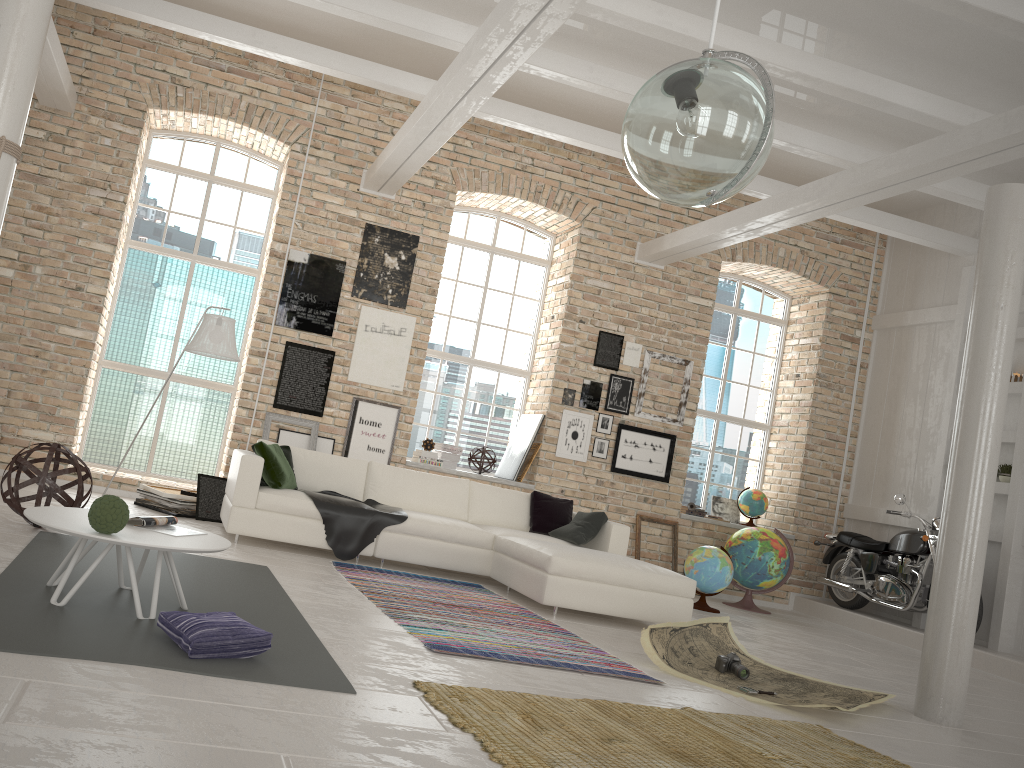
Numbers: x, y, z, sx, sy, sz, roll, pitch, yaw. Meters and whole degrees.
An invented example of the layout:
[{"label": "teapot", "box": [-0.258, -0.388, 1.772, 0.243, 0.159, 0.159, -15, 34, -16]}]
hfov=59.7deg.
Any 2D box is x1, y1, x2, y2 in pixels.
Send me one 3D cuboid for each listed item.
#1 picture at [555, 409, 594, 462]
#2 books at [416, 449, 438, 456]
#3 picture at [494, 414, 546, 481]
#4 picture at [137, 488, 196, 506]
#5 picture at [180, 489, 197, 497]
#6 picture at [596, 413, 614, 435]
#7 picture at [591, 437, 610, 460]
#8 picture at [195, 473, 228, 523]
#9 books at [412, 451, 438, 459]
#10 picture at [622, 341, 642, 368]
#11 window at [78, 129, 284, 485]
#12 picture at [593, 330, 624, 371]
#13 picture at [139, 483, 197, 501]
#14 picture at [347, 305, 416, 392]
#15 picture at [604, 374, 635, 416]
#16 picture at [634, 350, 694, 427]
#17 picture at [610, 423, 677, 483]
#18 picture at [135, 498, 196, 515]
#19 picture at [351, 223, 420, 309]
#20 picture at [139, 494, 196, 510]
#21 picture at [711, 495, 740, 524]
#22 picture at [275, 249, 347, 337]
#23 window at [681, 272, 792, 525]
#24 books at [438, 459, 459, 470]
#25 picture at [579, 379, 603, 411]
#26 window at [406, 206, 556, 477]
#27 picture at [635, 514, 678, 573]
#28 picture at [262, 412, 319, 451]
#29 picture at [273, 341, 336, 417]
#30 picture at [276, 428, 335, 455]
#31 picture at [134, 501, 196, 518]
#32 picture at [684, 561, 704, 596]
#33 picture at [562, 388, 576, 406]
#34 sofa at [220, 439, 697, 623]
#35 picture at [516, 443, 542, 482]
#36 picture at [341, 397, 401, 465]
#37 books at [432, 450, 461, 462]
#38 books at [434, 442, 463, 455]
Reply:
[{"label": "picture", "box": [0.677, 0.558, 9.583, 0.355, 0.513, 0.013, 12, -5, -13]}, {"label": "books", "box": [-0.899, 0.714, 9.360, 0.175, 0.030, 0.185, 14, -7, -28]}, {"label": "picture", "box": [0.084, 0.688, 9.762, 0.237, 0.762, 0.609, 12, -5, -19]}, {"label": "picture", "box": [-2.948, 1.052, 8.180, 0.625, 0.048, 0.736, 7, -7, 31]}, {"label": "picture", "box": [-2.832, 1.018, 8.208, 0.298, 0.048, 0.376, 10, -6, 10]}, {"label": "picture", "box": [1.008, 0.434, 9.674, 0.171, 0.212, 0.012, 12, -5, -13]}, {"label": "picture", "box": [0.960, 0.697, 9.652, 0.171, 0.212, 0.012, 12, -5, -13]}, {"label": "picture", "box": [-2.651, 1.025, 7.920, 0.309, 0.404, 0.205, 14, -6, -37]}, {"label": "books", "box": [-0.911, 0.747, 9.356, 0.192, 0.040, 0.205, 14, -7, -30]}, {"label": "picture", "box": [1.321, -0.323, 9.778, 0.188, 0.258, 0.012, 12, -5, -13]}, {"label": "window", "box": [-1.394, -1.003, 3.890, 1.379, 3.648, 11.856, 12, -6, -20]}, {"label": "picture", "box": [1.056, -0.361, 9.711, 0.287, 0.393, 0.019, 12, -5, -13]}, {"label": "picture", "box": [-2.930, 1.016, 8.156, 0.733, 0.048, 0.627, 16, -7, -39]}, {"label": "picture", "box": [-1.330, -0.361, 9.127, 0.572, 0.783, 0.038, 12, -5, -13]}, {"label": "picture", "box": [1.174, 0.114, 9.717, 0.283, 0.409, 0.010, 12, -5, -13]}, {"label": "picture", "box": [1.678, 0.050, 9.843, 0.586, 0.747, 0.026, 12, -5, -13]}, {"label": "picture", "box": [1.440, 0.759, 9.760, 0.693, 0.534, 0.032, 12, -5, -13]}, {"label": "picture", "box": [-2.975, 1.127, 8.186, 0.615, 0.048, 0.749, 9, -6, 19]}, {"label": "picture", "box": [-1.302, -1.212, 9.186, 0.571, 0.782, 0.038, 12, -5, -13]}, {"label": "picture", "box": [-2.928, 1.096, 8.178, 0.628, 0.048, 0.732, 6, -8, 43]}, {"label": "picture", "box": [2.568, 1.517, 10.709, 0.381, 0.292, 0.070, 12, -5, -13]}, {"label": "picture", "box": [-2.025, -0.917, 8.985, 0.573, 0.784, 0.038, 12, -5, -13]}, {"label": "window", "box": [4.591, -0.034, 5.316, 1.380, 2.983, 11.856, 12, -6, -20]}, {"label": "books", "box": [-0.736, 0.863, 9.700, 0.232, 0.088, 0.325, 12, -6, -13]}, {"label": "picture", "box": [0.855, 0.121, 9.646, 0.223, 0.306, 0.015, 12, -5, -13]}, {"label": "window", "box": [1.643, -0.678, 4.620, 1.380, 2.983, 11.856, 12, -6, -20]}, {"label": "picture", "box": [1.565, 1.832, 9.647, 0.491, 0.746, 0.229, 12, -5, -14]}, {"label": "picture", "box": [-2.189, 0.609, 8.744, 0.528, 0.581, 0.293, 12, -5, -15]}, {"label": "picture", "box": [-2.086, -0.046, 8.952, 0.496, 0.679, 0.066, 12, -5, -13]}, {"label": "picture", "box": [-2.075, 0.772, 8.837, 0.558, 0.567, 0.152, 12, -5, -13]}, {"label": "picture", "box": [-2.961, 1.163, 8.152, 0.626, 0.048, 0.736, 7, -7, 33]}, {"label": "picture", "box": [2.013, 2.144, 9.829, 0.260, 0.350, 0.098, 12, -5, -14]}, {"label": "picture", "box": [0.611, 0.141, 9.587, 0.131, 0.178, 0.008, 11, -5, -8]}, {"label": "sofa", "box": [-0.567, 1.144, 7.028, 3.179, 0.840, 2.245, 12, -6, -15]}, {"label": "picture", "box": [0.141, 0.844, 9.605, 0.167, 0.459, 0.376, 12, -5, -19]}, {"label": "picture", "box": [-1.441, 0.551, 9.067, 0.503, 0.755, 0.012, 12, -5, -13]}, {"label": "books", "box": [-0.721, 0.782, 9.708, 0.228, 0.088, 0.332, 13, -6, -23]}, {"label": "books", "box": [-0.712, 0.697, 9.706, 0.286, 0.084, 0.244, 15, -7, -36]}]
